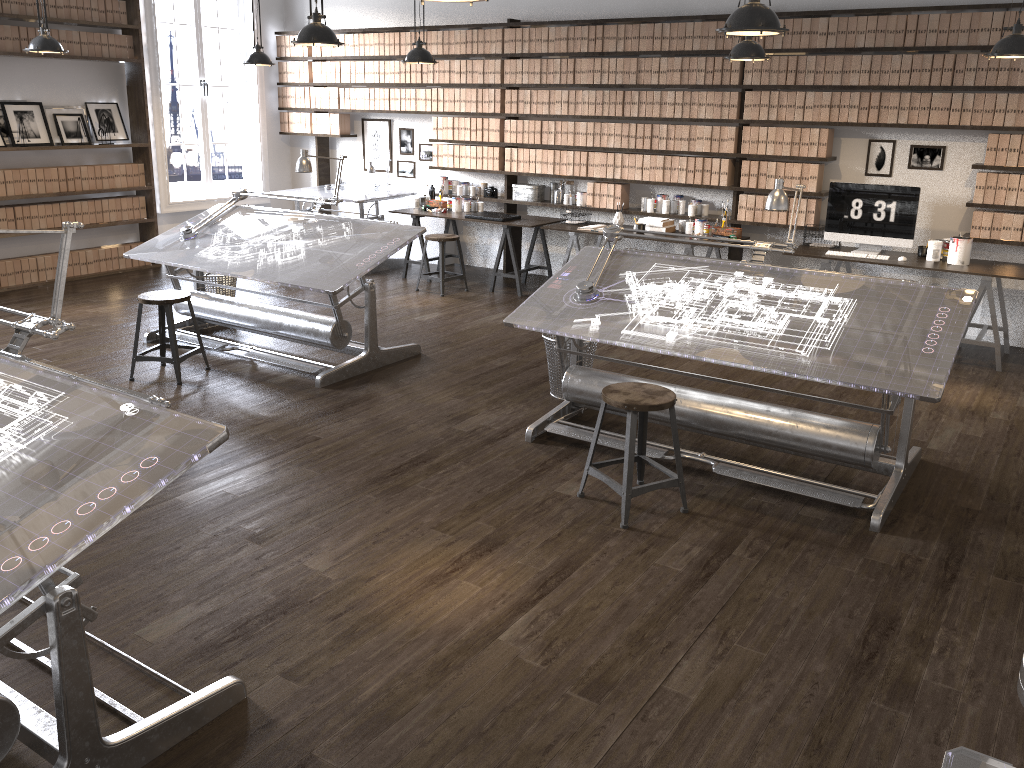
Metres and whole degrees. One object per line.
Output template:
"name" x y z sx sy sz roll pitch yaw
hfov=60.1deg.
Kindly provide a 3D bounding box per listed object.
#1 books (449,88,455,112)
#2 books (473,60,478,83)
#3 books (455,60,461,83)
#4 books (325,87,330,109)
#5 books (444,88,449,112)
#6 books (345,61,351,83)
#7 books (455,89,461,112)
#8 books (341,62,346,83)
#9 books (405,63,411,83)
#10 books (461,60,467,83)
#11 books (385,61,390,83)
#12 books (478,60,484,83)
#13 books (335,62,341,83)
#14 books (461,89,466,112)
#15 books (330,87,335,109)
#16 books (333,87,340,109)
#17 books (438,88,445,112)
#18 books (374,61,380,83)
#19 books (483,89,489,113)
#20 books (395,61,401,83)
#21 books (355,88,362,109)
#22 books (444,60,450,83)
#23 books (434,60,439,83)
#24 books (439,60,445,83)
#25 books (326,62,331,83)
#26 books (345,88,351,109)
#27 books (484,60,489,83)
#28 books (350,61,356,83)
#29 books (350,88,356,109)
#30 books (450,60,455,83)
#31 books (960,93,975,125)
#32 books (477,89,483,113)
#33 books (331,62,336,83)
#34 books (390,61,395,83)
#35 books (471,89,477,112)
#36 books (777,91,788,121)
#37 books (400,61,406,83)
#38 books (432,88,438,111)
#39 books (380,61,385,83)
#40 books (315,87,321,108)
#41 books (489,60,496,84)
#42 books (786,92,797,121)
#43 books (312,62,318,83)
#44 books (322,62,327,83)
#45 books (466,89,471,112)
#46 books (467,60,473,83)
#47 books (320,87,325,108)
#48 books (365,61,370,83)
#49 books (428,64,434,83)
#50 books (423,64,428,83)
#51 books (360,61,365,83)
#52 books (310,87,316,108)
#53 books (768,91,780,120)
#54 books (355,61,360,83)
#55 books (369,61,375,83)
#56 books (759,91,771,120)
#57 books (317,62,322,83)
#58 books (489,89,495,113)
"books" -0.551 -2.843 8.876 0.067 0.223 0.176 11 19 32
"books" -0.308 -3.047 8.659 0.067 0.223 0.176 11 19 32
"books" -0.487 -3.085 8.768 0.067 0.222 0.176 11 19 32
"books" -1.981 -3.158 9.783 0.067 0.223 0.176 11 19 32
"books" -0.608 -2.856 8.914 0.067 0.223 0.176 11 19 32
"books" -1.709 -3.353 9.542 0.067 0.223 0.176 11 19 32
"books" -0.495 -2.829 8.836 0.067 0.223 0.176 11 19 32
"books" -1.766 -3.367 9.584 0.067 0.223 0.176 11 19 32
"books" -1.016 -3.202 9.105 0.067 0.222 0.176 11 19 32
"books" -0.428 -3.071 8.728 0.067 0.223 0.176 11 19 32
"books" -1.246 -3.253 9.254 0.067 0.223 0.176 11 19 32
"books" -0.254 -3.032 8.616 0.067 0.223 0.176 11 19 32
"books" -1.831 -3.380 9.619 0.067 0.223 0.176 11 19 32
"books" -0.433 -2.816 8.799 0.067 0.222 0.176 11 19 32
"books" -1.919 -3.144 9.743 0.067 0.222 0.176 11 19 32
"books" -1.869 -3.131 9.706 0.067 0.223 0.176 11 19 32
"books" -0.668 -2.868 8.948 0.067 0.223 0.176 11 19 32
"books" -1.366 -3.278 9.324 0.067 0.223 0.176 11 19 32
"books" -0.208 -2.768 8.659 0.067 0.223 0.176 11 19 32
"books" -1.132 -3.225 9.173 0.067 0.223 0.176 11 19 32
"books" -1.605 -3.069 9.549 0.067 0.223 0.176 11 19 32
"books" -0.597 -3.108 8.834 0.067 0.223 0.176 11 19 32
"books" -0.709 -3.135 8.912 0.067 0.223 0.176 11 19 32
"books" -0.650 -3.122 8.875 0.067 0.223 0.176 11 19 32
"books" -1.946 -3.406 9.695 0.067 0.222 0.176 11 19 32
"books" -1.725 -3.093 9.618 0.067 0.223 0.176 11 19 32
"books" -0.195 -3.021 8.585 0.067 0.222 0.176 11 19 32
"books" -1.648 -3.341 9.508 0.067 0.223 0.176 11 19 32
"books" -1.664 -3.081 9.584 0.067 0.223 0.176 11 19 32
"books" -0.539 -3.097 8.803 0.067 0.222 0.176 11 19 32
"books" 3.312 -1.991 6.422 0.067 0.223 0.176 11 19 32
"books" -0.267 -2.781 8.697 0.067 0.223 0.176 11 19 32
"books" -1.890 -3.395 9.662 0.067 0.222 0.176 11 19 32
"books" -1.190 -3.240 9.214 0.067 0.223 0.176 11 19 32
"books" -0.327 -2.792 8.728 0.067 0.223 0.176 11 19 32
"books" 2.204 -2.236 7.130 0.067 0.223 0.176 11 19 32
"books" -1.072 -3.212 9.135 0.067 0.223 0.176 11 19 32
"books" -0.731 -2.881 8.984 0.067 0.223 0.176 11 19 32
"books" -1.306 -3.266 9.290 0.067 0.223 0.176 11 19 32
"books" -2.098 -3.183 9.856 0.067 0.223 0.176 11 19 32
"books" -0.144 -3.009 8.550 0.067 0.222 0.176 11 19 32
"books" 2.261 -2.223 7.092 0.067 0.223 0.176 11 19 32
"books" -2.120 -3.444 9.805 0.067 0.223 0.176 11 19 32
"books" -2.001 -3.417 9.725 0.067 0.223 0.176 11 19 32
"books" -0.380 -2.805 8.767 0.067 0.222 0.176 11 19 32
"books" -0.367 -3.059 8.694 0.067 0.223 0.176 11 19 32
"books" -2.038 -3.171 9.822 0.067 0.223 0.176 11 19 32
"books" -1.477 -3.303 9.398 0.067 0.222 0.176 11 19 32
"books" -0.771 -3.147 8.947 0.067 0.223 0.176 11 19 32
"books" -0.827 -3.161 8.988 0.067 0.223 0.176 11 19 32
"books" -1.536 -3.314 9.430 0.067 0.223 0.176 11 19 32
"books" -2.160 -3.195 9.891 0.067 0.223 0.176 11 19 32
"books" 2.143 -2.248 7.164 0.067 0.223 0.176 11 19 32
"books" -1.589 -3.328 9.470 0.067 0.223 0.176 11 19 32
"books" -1.426 -3.291 9.364 0.067 0.222 0.176 11 19 32
"books" 2.081 -2.261 7.199 0.067 0.223 0.176 11 19 32
"books" -2.062 -3.430 9.763 0.067 0.223 0.176 11 19 32
"books" -0.151 -2.754 8.618 0.067 0.223 0.176 11 19 32
